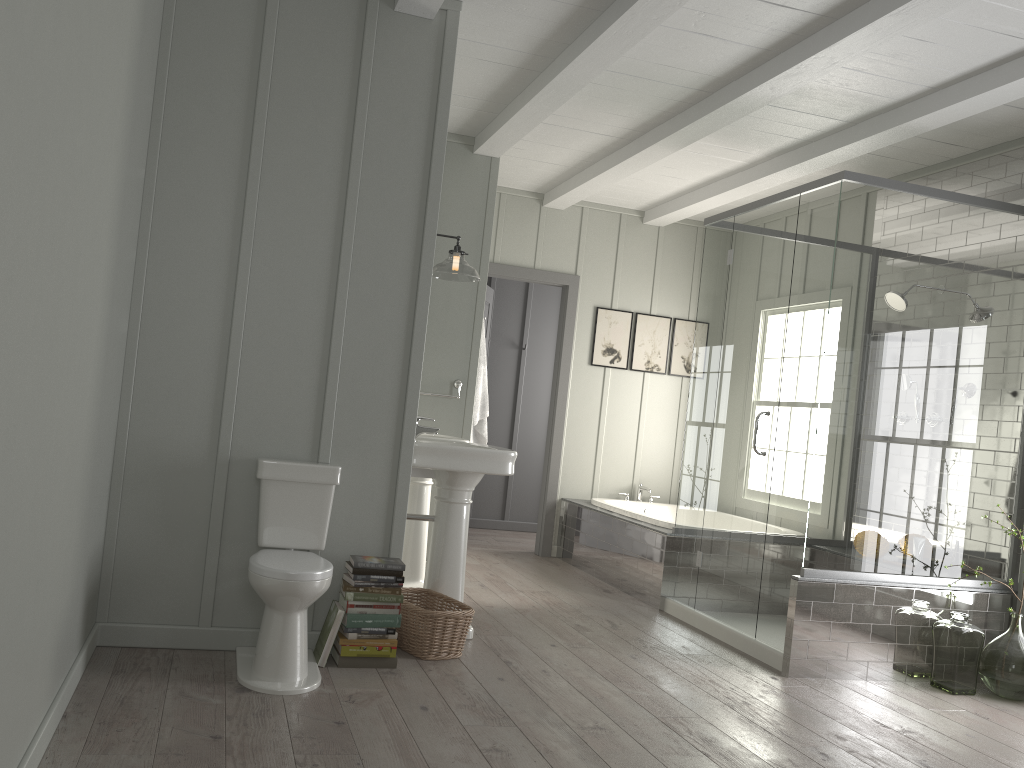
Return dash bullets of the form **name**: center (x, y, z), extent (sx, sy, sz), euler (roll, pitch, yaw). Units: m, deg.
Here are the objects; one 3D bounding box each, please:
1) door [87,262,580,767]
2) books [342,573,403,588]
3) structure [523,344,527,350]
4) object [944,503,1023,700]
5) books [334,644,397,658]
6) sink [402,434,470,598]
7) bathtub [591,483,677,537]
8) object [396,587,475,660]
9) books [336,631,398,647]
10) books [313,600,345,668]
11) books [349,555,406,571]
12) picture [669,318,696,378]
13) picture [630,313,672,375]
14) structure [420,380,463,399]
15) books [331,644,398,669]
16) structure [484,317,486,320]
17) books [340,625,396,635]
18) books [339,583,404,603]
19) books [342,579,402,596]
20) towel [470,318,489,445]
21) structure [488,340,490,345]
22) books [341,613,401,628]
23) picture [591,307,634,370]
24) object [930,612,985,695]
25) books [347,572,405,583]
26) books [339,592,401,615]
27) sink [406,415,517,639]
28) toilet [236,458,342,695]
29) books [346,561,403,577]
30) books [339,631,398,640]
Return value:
- **door**: center (0.609, 0.159, 3.650), extent (4.188, 2.195, 7.915), euler (7, -2, -17)
- **books**: center (-0.566, 0.797, 3.591), extent (0.202, 0.025, 0.154), euler (7, -2, -27)
- **structure**: center (0.109, -0.338, 8.163), extent (0.019, 0.051, 0.138), euler (6, -2, -18)
- **object**: center (2.262, 0.889, 4.093), extent (0.506, 1.116, 0.280), euler (6, -1, -17)
- **books**: center (-0.595, 1.060, 3.575), extent (0.219, 0.041, 0.165), euler (7, -2, -18)
- **sink**: center (-0.588, 0.671, 4.996), extent (0.557, 1.013, 0.579), euler (6, -1, -16)
- **bathtub**: center (1.228, 1.027, 6.256), extent (1.031, 0.490, 1.588), euler (7, -2, -17)
- **object**: center (-0.384, 1.054, 3.895), extent (0.283, 0.220, 0.480), euler (7, -2, -35)
- **books**: center (-0.592, 1.027, 3.578), extent (0.229, 0.024, 0.151), euler (7, -2, -16)
- **books**: center (-0.735, 1.000, 3.541), extent (0.090, 0.235, 0.173), euler (6, -1, -17)
- **books**: center (-0.547, 0.725, 3.583), extent (0.204, 0.024, 0.152), euler (7, -2, -14)
- **picture**: center (1.428, -0.283, 7.122), extent (0.308, 0.461, 0.012), euler (6, -1, -15)
- **picture**: center (1.109, -0.320, 7.038), extent (0.308, 0.461, 0.012), euler (6, -1, -15)
- **structure**: center (-0.595, 0.005, 5.508), extent (0.592, 0.123, 0.055), euler (7, -1, -15)
- **books**: center (-0.601, 1.105, 3.587), extent (0.234, 0.049, 0.167), euler (7, -2, -19)
- **structure**: center (-0.210, -0.430, 5.809), extent (0.078, 0.056, 0.057), euler (7, -1, -16)
- **books**: center (-0.586, 0.979, 3.577), extent (0.204, 0.024, 0.152), euler (7, -2, -16)
- **books**: center (-0.571, 0.848, 3.582), extent (0.231, 0.032, 0.173), euler (7, -2, -16)
- **books**: center (-0.571, 0.821, 3.581), extent (0.230, 0.024, 0.150), euler (6, -2, -10)
- **towel**: center (-0.220, 0.171, 5.823), extent (0.159, 1.204, 0.323), euler (6, -1, -12)
- **structure**: center (-0.227, -0.377, 8.067), extent (0.019, 0.051, 0.138), euler (6, -2, -18)
- **books**: center (-0.584, 0.941, 3.582), extent (0.223, 0.053, 0.163), euler (7, -2, -26)
- **picture**: center (0.789, -0.357, 6.954), extent (0.308, 0.461, 0.012), euler (6, -1, -15)
- **object**: center (2.075, 1.252, 4.127), extent (0.160, 0.361, 0.166), euler (6, -1, -18)
- **books**: center (-0.552, 0.774, 3.582), extent (0.204, 0.024, 0.152), euler (7, -2, -17)
- **books**: center (-0.580, 0.889, 3.588), extent (0.218, 0.051, 0.159), euler (7, -2, -21)
- **sink**: center (-0.332, 0.671, 4.210), extent (0.557, 1.013, 0.579), euler (6, -1, -16)
- **toilet**: center (-0.835, 0.703, 3.356), extent (0.326, 0.787, 0.534), euler (6, -1, -17)
- **books**: center (-0.560, 0.748, 3.580), extent (0.203, 0.024, 0.153), euler (7, -2, -20)
- **books**: center (-0.588, 1.004, 3.589), extent (0.202, 0.025, 0.154), euler (7, -2, -26)
